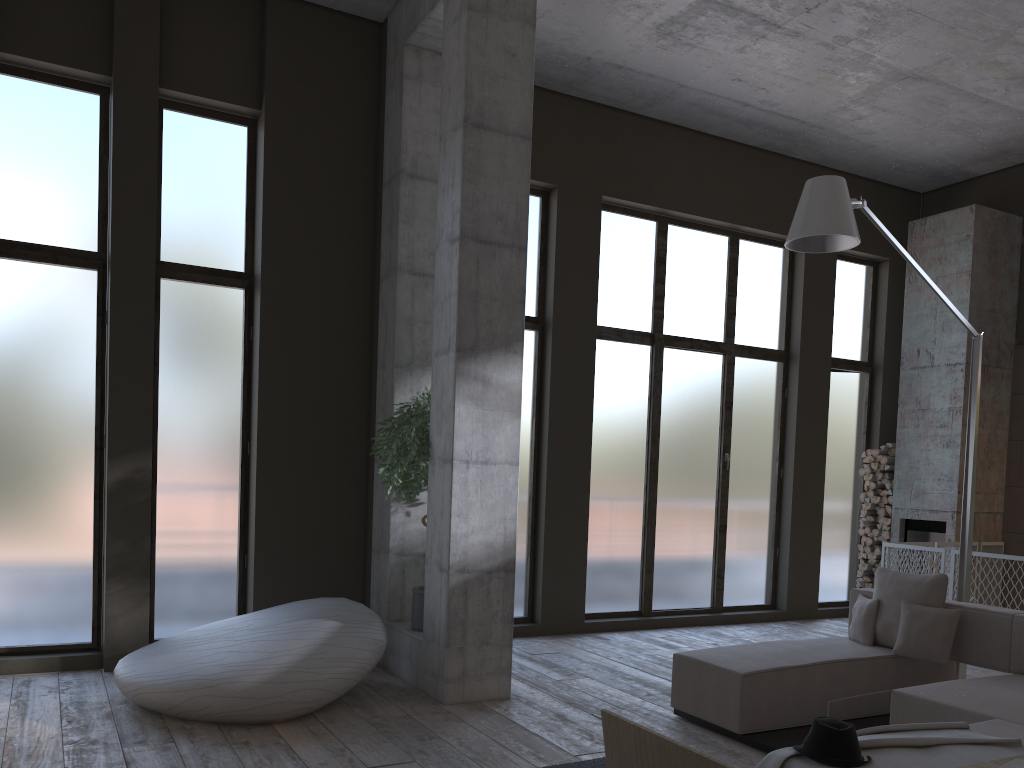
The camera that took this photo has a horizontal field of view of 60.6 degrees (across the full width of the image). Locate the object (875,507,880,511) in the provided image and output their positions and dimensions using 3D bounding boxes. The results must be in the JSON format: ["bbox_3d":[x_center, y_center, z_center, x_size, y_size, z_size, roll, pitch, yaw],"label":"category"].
[{"bbox_3d":[4.409,1.460,10.279,0.360,0.075,0.064,5,-2,-26],"label":"object"}]

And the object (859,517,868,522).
[{"bbox_3d":[4.311,1.622,10.450,0.364,0.068,0.122,5,-5,-29],"label":"object"}]

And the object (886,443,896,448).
[{"bbox_3d":[4.488,0.722,10.181,0.333,0.056,0.087,5,-5,-29],"label":"object"}]

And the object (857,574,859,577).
[{"bbox_3d":[4.306,2.274,10.502,0.424,0.071,0.067,5,-3,-27],"label":"object"}]

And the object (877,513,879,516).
[{"bbox_3d":[4.453,1.533,10.360,0.292,0.102,0.104,5,-3,-27],"label":"object"}]

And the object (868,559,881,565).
[{"bbox_3d":[4.377,2.084,10.305,0.436,0.079,0.115,5,-4,-29],"label":"object"}]

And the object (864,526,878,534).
[{"bbox_3d":[4.374,1.730,10.400,0.456,0.089,0.090,5,-3,-27],"label":"object"}]

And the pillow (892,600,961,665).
[{"bbox_3d":[2.691,1.612,5.693,0.376,0.373,0.169,1,0,35],"label":"pillow"}]

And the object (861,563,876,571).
[{"bbox_3d":[4.322,2.160,10.356,0.481,0.084,0.093,5,-3,-29],"label":"object"}]

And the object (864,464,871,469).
[{"bbox_3d":[4.334,0.985,10.393,0.426,0.087,0.066,5,-2,-30],"label":"object"}]

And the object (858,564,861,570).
[{"bbox_3d":[4.288,2.176,10.424,0.424,0.067,0.067,5,-3,-29],"label":"object"}]

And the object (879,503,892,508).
[{"bbox_3d":[4.416,1.415,10.211,0.333,0.057,0.089,5,-4,-27],"label":"object"}]

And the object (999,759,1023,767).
[{"bbox_3d":[1.240,0.915,2.035,0.186,0.014,0.185,7,-8,-41],"label":"object"}]

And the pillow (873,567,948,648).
[{"bbox_3d":[2.665,1.536,5.965,0.222,0.558,0.563,1,-1,-26],"label":"pillow"}]

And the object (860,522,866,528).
[{"bbox_3d":[4.326,1.695,10.446,0.426,0.085,0.066,5,-2,-26],"label":"object"}]

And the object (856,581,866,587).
[{"bbox_3d":[4.255,2.369,10.385,0.424,0.073,0.071,5,-3,-27],"label":"object"}]

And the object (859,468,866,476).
[{"bbox_3d":[4.304,1.054,10.411,0.438,0.092,0.091,5,-3,-29],"label":"object"}]

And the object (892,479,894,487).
[{"bbox_3d":[4.524,1.158,10.100,0.365,0.126,0.063,5,-1,-29],"label":"object"}]

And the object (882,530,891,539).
[{"bbox_3d":[4.396,1.734,10.094,0.293,0.103,0.100,5,-3,-29],"label":"object"}]

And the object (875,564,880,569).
[{"bbox_3d":[4.389,2.132,10.245,0.333,0.057,0.089,5,-4,-27],"label":"object"}]

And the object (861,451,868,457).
[{"bbox_3d":[4.316,0.843,10.398,0.424,0.069,0.067,5,-3,-29],"label":"object"}]

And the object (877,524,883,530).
[{"bbox_3d":[4.435,1.674,10.249,0.424,0.067,0.067,5,-3,-27],"label":"object"}]

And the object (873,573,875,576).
[{"bbox_3d":[4.427,2.250,10.394,0.292,0.102,0.104,5,-3,-27],"label":"object"}]

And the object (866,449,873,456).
[{"bbox_3d":[4.372,0.826,10.355,0.456,0.091,0.090,5,-3,-30],"label":"object"}]

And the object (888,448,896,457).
[{"bbox_3d":[4.513,0.802,10.198,0.295,0.108,0.099,5,-2,-27],"label":"object"}]

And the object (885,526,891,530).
[{"bbox_3d":[4.402,1.659,10.083,0.251,0.048,0.063,5,-4,-29],"label":"object"}]

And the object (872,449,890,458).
[{"bbox_3d":[4.340,0.818,10.235,0.293,0.103,0.104,5,-3,-29],"label":"object"}]

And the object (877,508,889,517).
[{"bbox_3d":[4.389,1.487,10.196,0.295,0.107,0.098,5,-2,-29],"label":"object"}]

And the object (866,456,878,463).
[{"bbox_3d":[4.354,0.893,10.301,0.436,0.080,0.113,5,-4,-29],"label":"object"}]

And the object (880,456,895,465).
[{"bbox_3d":[4.452,0.893,10.152,0.438,0.093,0.093,5,-3,-29],"label":"object"}]

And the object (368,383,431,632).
[{"bbox_3d":[-0.615,0.907,6.525,0.997,1.868,0.968,3,1,28],"label":"object"}]

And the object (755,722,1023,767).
[{"bbox_3d":[1.414,1.690,3.552,1.598,0.503,1.047,3,-4,-9],"label":"object"}]

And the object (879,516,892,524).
[{"bbox_3d":[4.462,1.591,10.215,0.438,0.094,0.092,5,-3,-27],"label":"object"}]

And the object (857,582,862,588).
[{"bbox_3d":[4.299,2.413,10.479,0.426,0.085,0.066,5,-2,-26],"label":"object"}]

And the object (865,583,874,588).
[{"bbox_3d":[4.372,2.386,10.348,0.481,0.084,0.093,5,-3,-27],"label":"object"}]

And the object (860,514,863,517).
[{"bbox_3d":[4.333,1.557,10.468,0.424,0.071,0.067,5,-3,-27],"label":"object"}]

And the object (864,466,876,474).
[{"bbox_3d":[4.342,1.022,10.331,0.456,0.090,0.091,5,-3,-29],"label":"object"}]

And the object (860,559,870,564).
[{"bbox_3d":[4.324,2.151,10.517,0.365,0.118,0.070,5,-1,-28],"label":"object"}]

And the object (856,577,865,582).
[{"bbox_3d":[4.285,2.340,10.483,0.364,0.068,0.122,5,-5,-29],"label":"object"}]

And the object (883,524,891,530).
[{"bbox_3d":[4.473,1.666,10.177,0.424,0.067,0.067,5,-3,-27],"label":"object"}]

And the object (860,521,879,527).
[{"bbox_3d":[4.281,1.651,10.352,0.424,0.073,0.071,5,-3,-27],"label":"object"}]

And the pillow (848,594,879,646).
[{"bbox_3d":[2.495,1.684,6.215,0.151,0.377,0.369,2,-2,5],"label":"pillow"}]

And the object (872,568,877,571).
[{"bbox_3d":[4.382,2.178,10.312,0.360,0.075,0.064,5,-2,-26],"label":"object"}]

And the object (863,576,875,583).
[{"bbox_3d":[4.364,2.320,10.414,0.436,0.079,0.115,5,-4,-27],"label":"object"}]

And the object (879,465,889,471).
[{"bbox_3d":[4.436,0.977,10.193,0.424,0.067,0.067,5,-3,-29],"label":"object"}]

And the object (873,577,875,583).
[{"bbox_3d":[4.422,2.301,10.329,0.363,0.087,0.101,5,-3,-27],"label":"object"}]

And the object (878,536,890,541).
[{"bbox_3d":[4.436,1.794,10.212,0.364,0.068,0.122,5,-5,-27],"label":"object"}]

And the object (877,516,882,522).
[{"bbox_3d":[4.449,1.584,10.295,0.363,0.087,0.101,5,-3,-27],"label":"object"}]

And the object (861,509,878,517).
[{"bbox_3d":[4.336,1.531,10.401,0.456,0.090,0.090,5,-3,-26],"label":"object"}]

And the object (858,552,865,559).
[{"bbox_3d":[4.324,2.048,10.496,0.437,0.107,0.079,5,-2,-28],"label":"object"}]

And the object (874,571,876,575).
[{"bbox_3d":[4.362,2.205,10.229,0.295,0.107,0.098,5,-2,-29],"label":"object"}]

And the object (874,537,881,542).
[{"bbox_3d":[4.391,1.816,10.304,0.360,0.074,0.064,5,-2,-30],"label":"object"}]

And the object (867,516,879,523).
[{"bbox_3d":[4.391,1.603,10.381,0.436,0.079,0.115,5,-4,-27],"label":"object"}]

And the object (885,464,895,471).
[{"bbox_3d":[4.474,0.970,10.122,0.424,0.068,0.066,5,-3,-29],"label":"object"}]

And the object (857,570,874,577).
[{"bbox_3d":[4.309,2.248,10.434,0.456,0.090,0.090,5,-3,-26],"label":"object"}]

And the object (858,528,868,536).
[{"bbox_3d":[4.328,1.766,10.476,0.438,0.092,0.091,5,-3,-27],"label":"object"}]

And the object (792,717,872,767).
[{"bbox_3d":[1.267,1.409,3.472,0.299,0.169,0.301,5,-5,-40],"label":"object"}]
